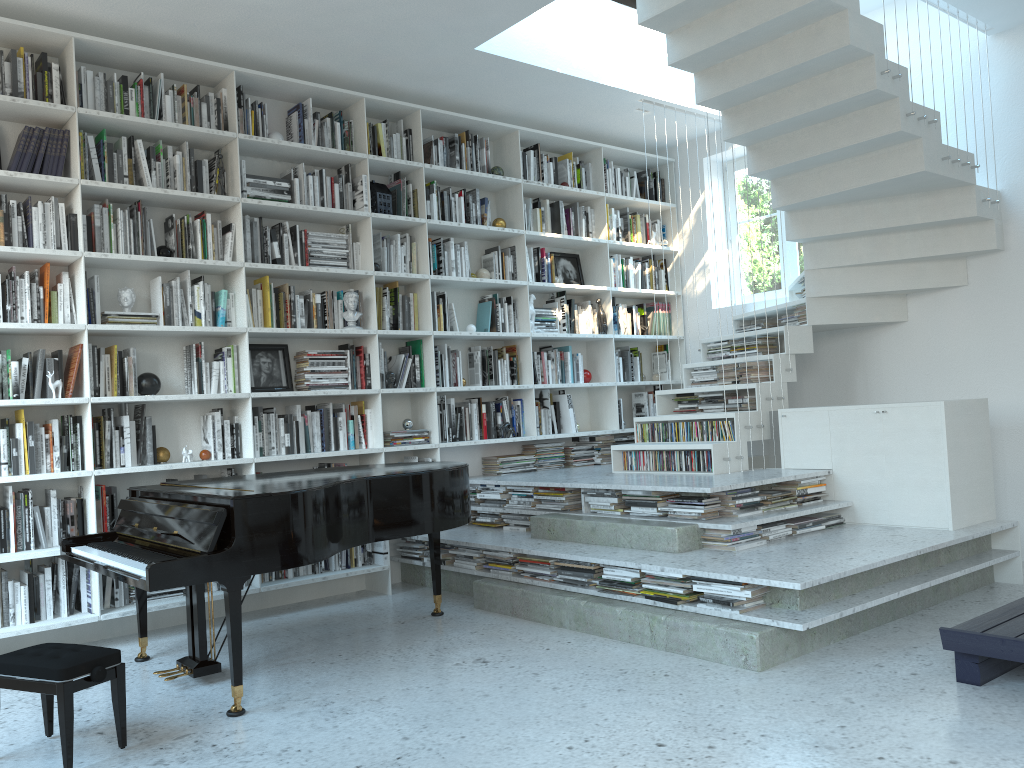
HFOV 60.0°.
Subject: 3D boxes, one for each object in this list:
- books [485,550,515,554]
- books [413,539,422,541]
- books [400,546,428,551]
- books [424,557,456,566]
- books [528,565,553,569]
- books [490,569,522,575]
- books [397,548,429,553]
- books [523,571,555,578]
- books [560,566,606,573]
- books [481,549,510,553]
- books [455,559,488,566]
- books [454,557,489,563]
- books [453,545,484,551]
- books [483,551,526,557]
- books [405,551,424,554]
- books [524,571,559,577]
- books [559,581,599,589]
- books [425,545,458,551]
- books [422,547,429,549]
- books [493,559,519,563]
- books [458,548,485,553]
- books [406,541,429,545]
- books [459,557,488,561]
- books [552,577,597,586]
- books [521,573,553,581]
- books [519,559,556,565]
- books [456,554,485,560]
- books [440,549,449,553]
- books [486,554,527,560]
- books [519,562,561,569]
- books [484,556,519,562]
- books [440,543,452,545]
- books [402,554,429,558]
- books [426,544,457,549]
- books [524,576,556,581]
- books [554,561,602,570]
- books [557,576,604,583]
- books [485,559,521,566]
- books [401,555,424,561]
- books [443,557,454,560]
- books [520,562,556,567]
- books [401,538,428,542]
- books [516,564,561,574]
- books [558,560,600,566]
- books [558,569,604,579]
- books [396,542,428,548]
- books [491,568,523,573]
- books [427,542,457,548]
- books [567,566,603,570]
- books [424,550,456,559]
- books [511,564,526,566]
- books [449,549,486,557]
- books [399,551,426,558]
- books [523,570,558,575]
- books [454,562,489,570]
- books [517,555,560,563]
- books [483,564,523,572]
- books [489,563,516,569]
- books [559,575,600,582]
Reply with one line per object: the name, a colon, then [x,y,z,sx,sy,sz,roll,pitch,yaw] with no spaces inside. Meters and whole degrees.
books: [-0.016,0.940,5.033,0.174,0.011,0.228,-2,-3,-40]
books: [-0.591,0.991,5.741,0.157,0.007,0.268,-2,-2,-34]
books: [-0.592,1.056,5.735,0.187,0.009,0.211,-2,-3,-40]
books: [-0.403,1.089,5.508,0.189,0.030,0.238,-2,-3,-39]
books: [0.196,0.979,4.803,0.140,0.013,0.180,-2,-3,-38]
books: [-0.005,1.056,5.034,0.157,0.014,0.180,-1,-3,-42]
books: [-0.593,1.067,5.734,0.177,0.012,0.278,-1,-3,-43]
books: [0.201,1.024,4.803,0.128,0.005,0.296,-2,-3,-37]
books: [0.385,0.943,4.558,0.142,0.017,0.239,-1,-3,-43]
books: [-0.028,0.932,5.024,0.193,0.005,0.225,-1,-3,-43]
books: [-0.206,1.049,5.273,0.172,0.014,0.221,-2,-3,-38]
books: [-0.196,1.038,5.282,0.149,0.007,0.300,-2,-3,-39]
books: [-0.208,0.967,5.277,0.159,0.006,0.285,-2,-3,-37]
books: [-0.017,0.953,5.031,0.171,0.015,0.253,-1,-3,-42]
books: [-0.573,1.081,5.749,0.122,0.008,0.291,-1,-3,-44]
books: [0.201,1.017,4.804,0.132,0.009,0.269,-2,-3,-38]
books: [0.388,1.017,4.555,0.142,0.012,0.291,-2,-3,-35]
books: [-0.400,1.011,5.516,0.160,0.009,0.291,-2,-3,-37]
books: [-0.574,1.045,5.750,0.136,0.013,0.258,-1,-3,-41]
books: [-0.002,0.991,5.041,0.140,0.013,0.180,-2,-3,-36]
books: [-0.197,0.979,5.285,0.130,0.018,0.256,-2,-3,-36]
books: [-0.573,1.017,5.753,0.133,0.017,0.231,-2,-3,-38]
books: [-0.198,1.029,5.281,0.147,0.012,0.206,-2,-3,-38]
books: [0.370,1.000,4.542,0.189,0.009,0.291,-2,-3,-36]
books: [0.184,1.031,4.789,0.161,0.008,0.254,-2,-2,-34]
books: [0.178,0.949,4.790,0.165,0.014,0.236,-1,-3,-44]
books: [-0.211,1.013,5.271,0.171,0.020,0.193,-2,-3,-35]
books: [-0.391,1.024,5.523,0.143,0.019,0.231,-2,-3,-38]
books: [-0.022,0.968,5.026,0.182,0.016,0.199,-2,-2,-34]
books: [0.189,0.968,4.797,0.155,0.009,0.297,-2,-3,-38]
books: [-0.016,0.981,5.030,0.169,0.009,0.242,-1,-3,-43]
books: [-0.395,0.978,5.523,0.137,0.018,0.200,-2,-3,-35]
books: [-0.583,1.102,5.740,0.155,0.009,0.233,-1,-3,-44]
books: [-0.393,1.004,5.522,0.126,0.005,0.290,-1,-3,-44]
books: [0.197,1.039,4.799,0.147,0.008,0.236,-2,-3,-40]
books: [0.373,0.919,4.551,0.170,0.014,0.281,-1,-3,-42]
books: [0.384,0.991,4.554,0.147,0.008,0.290,-1,-3,-43]
books: [-0.011,1.003,5.032,0.159,0.011,0.246,-1,-3,-43]
books: [-0.581,1.114,5.740,0.171,0.016,0.241,-2,-3,-39]
books: [-0.395,1.067,5.516,0.147,0.012,0.206,-1,-3,-44]
books: [0.185,0.960,4.795,0.169,0.009,0.242,-2,-3,-39]
books: [-0.585,1.001,5.745,0.158,0.014,0.234,-1,-3,-41]
books: [0.180,0.992,4.789,0.182,0.013,0.287,-2,-3,-38]
books: [0.383,0.908,4.560,0.157,0.007,0.268,-2,-3,-39]
books: [0.377,0.964,4.551,0.160,0.025,0.244,-1,-3,-44]
books: [-0.600,1.032,5.731,0.191,0.013,0.243,-1,-3,-43]
books: [0.001,1.044,5.040,0.140,0.008,0.283,-1,-3,-41]
books: [-0.390,0.994,5.525,0.135,0.014,0.297,-2,-3,-38]
books: [0.386,0.930,4.560,0.150,0.008,0.217,-2,-3,-40]
books: [-0.412,1.048,5.504,0.191,0.028,0.213,-2,-3,-35]
books: [0.004,1.013,5.044,0.123,0.008,0.294,-2,-3,-36]
books: [-0.215,0.996,5.270,0.180,0.015,0.294,-1,-3,-41]
books: [-0.590,1.092,5.734,0.179,0.012,0.261,-2,-3,-36]
books: [0.195,1.006,4.799,0.130,0.014,0.249,-1,-3,-44]
books: [-0.210,1.070,5.268,0.177,0.026,0.230,-2,-3,-36]
books: [0.175,0.936,4.788,0.179,0.012,0.249,-1,-3,-42]
books: [-0.009,1.035,5.032,0.159,0.012,0.292,-1,-3,-42]
books: [-0.006,1.023,5.035,0.165,0.012,0.205,-2,-3,-39]
books: [0.377,0.982,4.549,0.177,0.011,0.220,-2,-3,-37]
